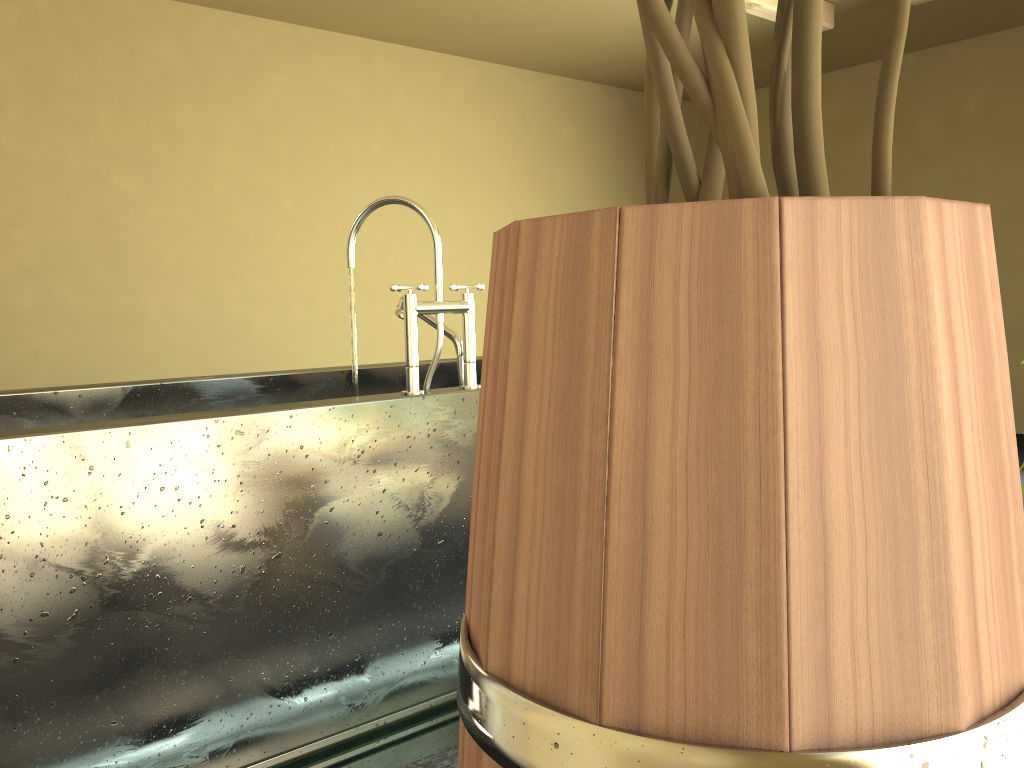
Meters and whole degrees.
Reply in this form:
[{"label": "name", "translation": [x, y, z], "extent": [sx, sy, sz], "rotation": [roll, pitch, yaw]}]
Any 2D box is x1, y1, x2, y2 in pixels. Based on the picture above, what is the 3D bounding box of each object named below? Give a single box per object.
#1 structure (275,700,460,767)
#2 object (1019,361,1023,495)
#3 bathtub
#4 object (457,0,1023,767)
[{"label": "structure", "translation": [-0.855, 0.890, 2.218], "extent": [3.803, 0.635, 1.973], "rotation": [-6, 7, -39]}, {"label": "object", "translation": [0.476, 0.411, 0.649], "extent": [0.242, 0.928, 0.267], "rotation": [-2, 4, -1]}, {"label": "bathtub", "translation": [-0.517, 0.116, 2.416], "extent": [2.133, 1.161, 1.068], "rotation": [-6, 6, -39]}, {"label": "object", "translation": [0.142, -0.166, 0.271], "extent": [0.468, 2.177, 0.463], "rotation": [-1, 4, 11]}]
